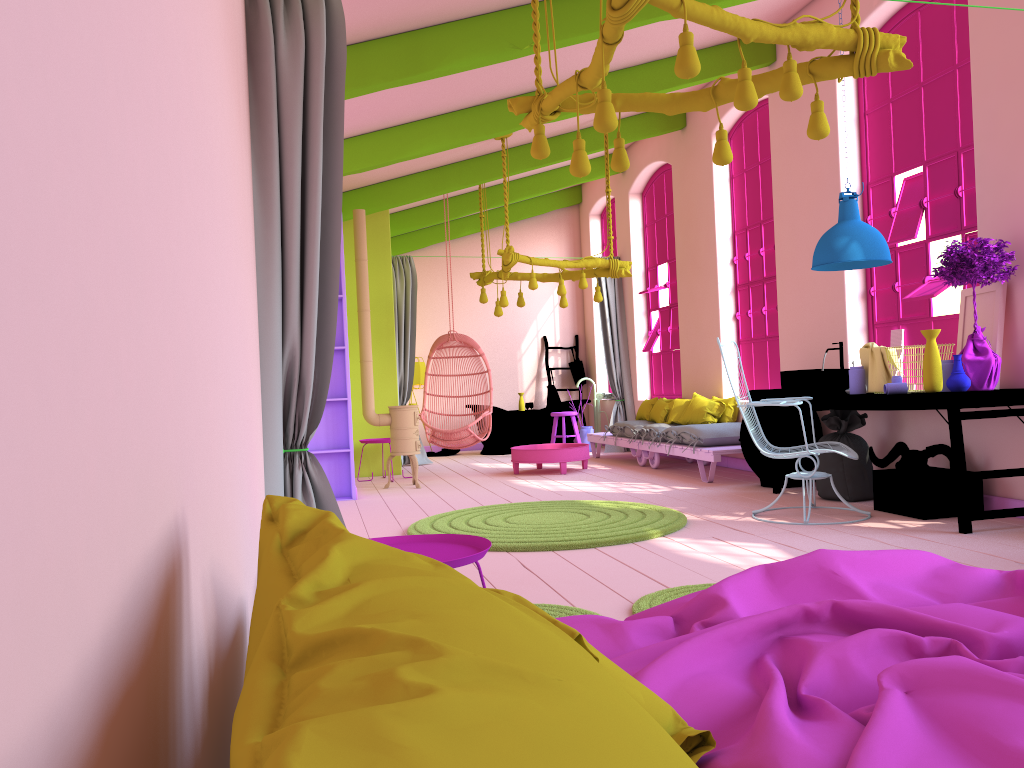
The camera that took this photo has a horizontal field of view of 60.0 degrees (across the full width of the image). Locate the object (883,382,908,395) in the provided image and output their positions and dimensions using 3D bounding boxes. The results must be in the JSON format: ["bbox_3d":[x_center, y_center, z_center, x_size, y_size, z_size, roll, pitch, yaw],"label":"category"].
[{"bbox_3d":[2.556,0.030,5.911,0.137,0.076,0.076,-3,0,7],"label":"object"}]

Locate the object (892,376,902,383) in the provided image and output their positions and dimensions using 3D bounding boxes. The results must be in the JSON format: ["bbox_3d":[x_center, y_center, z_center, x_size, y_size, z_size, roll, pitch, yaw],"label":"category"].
[{"bbox_3d":[2.600,0.005,5.989,0.065,0.118,0.065,-2,0,36],"label":"object"}]

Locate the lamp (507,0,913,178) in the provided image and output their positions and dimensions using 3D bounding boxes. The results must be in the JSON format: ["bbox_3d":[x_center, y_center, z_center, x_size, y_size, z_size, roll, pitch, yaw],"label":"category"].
[{"bbox_3d":[0.638,-2.115,4.248,1.610,2.265,1.776,-3,0,-31],"label":"lamp"}]

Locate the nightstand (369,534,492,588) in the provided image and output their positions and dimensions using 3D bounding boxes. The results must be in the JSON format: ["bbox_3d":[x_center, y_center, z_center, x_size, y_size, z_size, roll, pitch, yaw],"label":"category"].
[{"bbox_3d":[-0.354,0.765,2.909,0.596,0.458,0.596,-3,0,25],"label":"nightstand"}]

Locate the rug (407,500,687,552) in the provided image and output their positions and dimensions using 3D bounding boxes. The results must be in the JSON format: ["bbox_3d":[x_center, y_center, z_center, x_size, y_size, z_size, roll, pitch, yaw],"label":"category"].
[{"bbox_3d":[0.237,0.955,6.123,1.888,0.050,1.889,-3,0,-25],"label":"rug"}]

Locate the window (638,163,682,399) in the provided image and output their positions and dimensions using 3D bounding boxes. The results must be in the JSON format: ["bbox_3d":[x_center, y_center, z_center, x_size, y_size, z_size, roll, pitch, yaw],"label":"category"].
[{"bbox_3d":[2.005,-1.299,11.393,0.551,3.010,1.514,-3,0,-13],"label":"window"}]

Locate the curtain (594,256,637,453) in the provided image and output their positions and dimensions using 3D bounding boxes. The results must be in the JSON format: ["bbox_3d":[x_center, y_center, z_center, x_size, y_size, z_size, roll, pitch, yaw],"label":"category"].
[{"bbox_3d":[1.448,-0.411,12.296,0.518,2.786,0.525,-3,0,7],"label":"curtain"}]

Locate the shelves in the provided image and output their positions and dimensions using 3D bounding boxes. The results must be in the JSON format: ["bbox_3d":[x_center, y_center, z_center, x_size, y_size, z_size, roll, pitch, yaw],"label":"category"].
[{"bbox_3d":[-2.425,-0.431,8.024,1.841,3.104,0.384,-3,0,-13],"label":"shelves"}]

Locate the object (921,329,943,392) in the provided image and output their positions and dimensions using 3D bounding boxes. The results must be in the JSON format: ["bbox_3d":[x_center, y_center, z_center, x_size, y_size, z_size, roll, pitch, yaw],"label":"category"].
[{"bbox_3d":[2.586,-0.142,5.460,0.116,0.383,0.116,-3,1,-39],"label":"object"}]

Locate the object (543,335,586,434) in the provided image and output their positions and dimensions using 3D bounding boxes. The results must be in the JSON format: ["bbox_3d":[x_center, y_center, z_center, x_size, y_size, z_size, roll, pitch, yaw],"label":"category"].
[{"bbox_3d":[0.849,0.101,13.992,0.603,1.765,0.410,-3,0,-13],"label":"object"}]

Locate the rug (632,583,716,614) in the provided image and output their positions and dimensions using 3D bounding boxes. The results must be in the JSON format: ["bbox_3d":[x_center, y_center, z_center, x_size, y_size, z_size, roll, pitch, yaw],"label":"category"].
[{"bbox_3d":[0.906,0.926,3.667,0.792,0.021,0.792,-3,0,-30],"label":"rug"}]

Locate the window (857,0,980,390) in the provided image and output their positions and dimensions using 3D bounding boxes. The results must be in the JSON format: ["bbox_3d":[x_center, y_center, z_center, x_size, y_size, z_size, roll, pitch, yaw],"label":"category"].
[{"bbox_3d":[3.074,-1.365,6.596,0.492,3.004,1.497,-3,0,-13],"label":"window"}]

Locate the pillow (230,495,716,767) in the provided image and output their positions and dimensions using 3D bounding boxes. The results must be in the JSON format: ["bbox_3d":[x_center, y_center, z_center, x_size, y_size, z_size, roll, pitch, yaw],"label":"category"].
[{"bbox_3d":[-0.011,0.559,1.142,0.848,0.822,2.617,-3,0,-23],"label":"pillow"}]

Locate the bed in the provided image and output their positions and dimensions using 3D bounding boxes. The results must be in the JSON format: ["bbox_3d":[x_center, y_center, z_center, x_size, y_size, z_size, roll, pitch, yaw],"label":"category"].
[{"bbox_3d":[1.002,0.676,1.630,2.802,0.514,3.576,-3,0,-13],"label":"bed"}]

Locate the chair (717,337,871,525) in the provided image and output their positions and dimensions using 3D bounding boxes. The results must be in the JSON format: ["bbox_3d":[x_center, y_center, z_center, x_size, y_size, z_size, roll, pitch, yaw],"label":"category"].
[{"bbox_3d":[1.915,0.284,6.029,0.925,1.238,1.078,-3,0,22],"label":"chair"}]

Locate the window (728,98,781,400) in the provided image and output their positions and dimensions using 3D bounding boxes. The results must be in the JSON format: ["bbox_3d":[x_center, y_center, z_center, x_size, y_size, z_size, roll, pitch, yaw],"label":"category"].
[{"bbox_3d":[2.536,-1.341,8.997,0.072,3.047,1.275,-3,0,-13],"label":"window"}]

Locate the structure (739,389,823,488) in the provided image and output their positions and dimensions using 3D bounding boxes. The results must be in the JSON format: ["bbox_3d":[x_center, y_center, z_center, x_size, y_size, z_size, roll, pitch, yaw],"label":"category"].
[{"bbox_3d":[2.337,0.464,7.707,0.718,0.845,0.718,-2,0,45],"label":"structure"}]

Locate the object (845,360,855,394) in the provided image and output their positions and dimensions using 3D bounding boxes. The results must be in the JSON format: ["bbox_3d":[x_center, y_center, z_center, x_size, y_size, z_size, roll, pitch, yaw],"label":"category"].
[{"bbox_3d":[2.587,-0.056,6.643,0.165,0.250,0.410,-3,0,23],"label":"object"}]

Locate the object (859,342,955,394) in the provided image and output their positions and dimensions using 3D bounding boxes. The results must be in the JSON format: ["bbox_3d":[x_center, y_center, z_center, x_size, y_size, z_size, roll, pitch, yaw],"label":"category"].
[{"bbox_3d":[2.717,-0.121,6.220,0.444,0.369,0.633,-3,0,-13],"label":"object"}]

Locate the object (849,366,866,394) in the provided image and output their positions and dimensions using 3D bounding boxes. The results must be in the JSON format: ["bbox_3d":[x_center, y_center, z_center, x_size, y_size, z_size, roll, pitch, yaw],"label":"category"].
[{"bbox_3d":[2.472,-0.027,6.348,0.109,0.197,0.109,-3,0,-20],"label":"object"}]

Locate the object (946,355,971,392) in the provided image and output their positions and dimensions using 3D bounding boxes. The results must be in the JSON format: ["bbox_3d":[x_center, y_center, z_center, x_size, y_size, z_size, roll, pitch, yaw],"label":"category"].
[{"bbox_3d":[2.651,-0.064,5.271,0.132,0.219,0.132,-3,0,4],"label":"object"}]

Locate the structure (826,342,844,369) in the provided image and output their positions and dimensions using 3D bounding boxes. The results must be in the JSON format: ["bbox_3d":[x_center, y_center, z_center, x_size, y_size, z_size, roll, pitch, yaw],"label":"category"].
[{"bbox_3d":[2.505,-0.126,6.889,0.166,0.397,0.087,-3,0,-3],"label":"structure"}]

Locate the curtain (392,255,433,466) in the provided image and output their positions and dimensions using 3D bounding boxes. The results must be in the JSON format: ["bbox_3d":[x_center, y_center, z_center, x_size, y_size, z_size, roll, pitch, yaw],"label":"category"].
[{"bbox_3d":[-1.422,-0.335,11.668,0.518,2.786,0.525,-3,1,-32],"label":"curtain"}]

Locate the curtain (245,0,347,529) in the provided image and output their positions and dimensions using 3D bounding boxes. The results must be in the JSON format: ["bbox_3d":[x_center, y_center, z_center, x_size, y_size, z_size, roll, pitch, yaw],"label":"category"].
[{"bbox_3d":[-0.841,-0.376,3.502,0.518,2.786,0.525,-3,1,-32],"label":"curtain"}]

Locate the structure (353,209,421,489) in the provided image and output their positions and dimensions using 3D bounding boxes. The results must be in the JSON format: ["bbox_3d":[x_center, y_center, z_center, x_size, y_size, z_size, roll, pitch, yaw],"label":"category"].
[{"bbox_3d":[-1.241,-0.351,9.044,0.577,2.814,0.403,-3,0,5],"label":"structure"}]

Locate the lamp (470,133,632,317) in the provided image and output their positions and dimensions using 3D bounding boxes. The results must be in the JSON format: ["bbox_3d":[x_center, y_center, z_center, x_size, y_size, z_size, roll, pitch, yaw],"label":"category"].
[{"bbox_3d":[0.169,-1.880,9.821,1.610,2.265,1.776,-3,0,-31],"label":"lamp"}]

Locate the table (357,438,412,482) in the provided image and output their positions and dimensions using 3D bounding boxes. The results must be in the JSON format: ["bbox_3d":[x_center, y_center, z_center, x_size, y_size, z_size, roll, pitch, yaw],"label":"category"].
[{"bbox_3d":[-1.391,0.835,9.868,0.596,0.458,0.596,-3,0,25],"label":"table"}]

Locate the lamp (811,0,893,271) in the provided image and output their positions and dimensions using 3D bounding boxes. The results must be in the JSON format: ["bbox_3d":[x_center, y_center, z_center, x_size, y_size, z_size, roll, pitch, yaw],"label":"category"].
[{"bbox_3d":[2.299,-1.816,6.125,0.529,2.002,0.528,-3,0,19],"label":"lamp"}]

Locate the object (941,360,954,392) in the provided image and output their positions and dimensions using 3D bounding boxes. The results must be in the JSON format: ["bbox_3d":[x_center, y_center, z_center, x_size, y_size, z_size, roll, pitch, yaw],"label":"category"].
[{"bbox_3d":[2.723,-0.051,5.562,0.109,0.197,0.109,-3,0,25],"label":"object"}]

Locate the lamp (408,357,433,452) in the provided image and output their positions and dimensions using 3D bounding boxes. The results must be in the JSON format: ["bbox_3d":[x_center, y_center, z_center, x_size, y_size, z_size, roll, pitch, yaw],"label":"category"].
[{"bbox_3d":[-1.518,0.331,13.359,0.491,1.467,0.476,-3,0,17],"label":"lamp"}]

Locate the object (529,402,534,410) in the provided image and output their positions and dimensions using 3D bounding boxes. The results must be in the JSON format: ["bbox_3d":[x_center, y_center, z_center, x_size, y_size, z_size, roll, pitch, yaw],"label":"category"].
[{"bbox_3d":[0.287,0.355,13.084,0.069,0.170,0.069,-3,0,7],"label":"object"}]

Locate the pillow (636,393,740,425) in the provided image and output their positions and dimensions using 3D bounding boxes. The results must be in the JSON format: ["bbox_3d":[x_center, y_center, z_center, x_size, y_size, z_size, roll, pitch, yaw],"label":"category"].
[{"bbox_3d":[1.877,0.295,10.024,0.578,0.399,1.997,-3,0,-13],"label":"pillow"}]

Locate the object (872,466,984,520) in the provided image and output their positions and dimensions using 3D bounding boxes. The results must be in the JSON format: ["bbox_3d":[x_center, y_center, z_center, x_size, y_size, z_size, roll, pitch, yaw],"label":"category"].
[{"bbox_3d":[2.769,0.720,5.926,0.446,0.277,0.521,-3,0,-13],"label":"object"}]

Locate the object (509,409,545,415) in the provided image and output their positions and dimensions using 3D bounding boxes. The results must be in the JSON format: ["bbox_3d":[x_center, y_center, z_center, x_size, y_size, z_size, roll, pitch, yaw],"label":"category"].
[{"bbox_3d":[0.217,0.419,13.102,0.360,0.068,1.323,-3,0,-13],"label":"object"}]

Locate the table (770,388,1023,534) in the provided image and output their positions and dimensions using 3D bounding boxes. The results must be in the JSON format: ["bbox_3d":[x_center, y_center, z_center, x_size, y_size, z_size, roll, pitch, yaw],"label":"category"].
[{"bbox_3d":[2.663,0.454,6.233,0.655,0.821,2.193,-3,0,-13],"label":"table"}]

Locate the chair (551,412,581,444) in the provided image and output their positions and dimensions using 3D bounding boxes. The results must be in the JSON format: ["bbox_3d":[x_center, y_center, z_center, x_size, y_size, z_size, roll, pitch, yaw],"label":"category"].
[{"bbox_3d":[0.702,0.680,12.075,0.472,0.593,0.446,-3,0,-44],"label":"chair"}]

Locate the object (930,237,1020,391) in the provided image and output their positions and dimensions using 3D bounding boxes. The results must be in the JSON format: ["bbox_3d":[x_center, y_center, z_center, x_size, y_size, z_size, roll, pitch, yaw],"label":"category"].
[{"bbox_3d":[2.846,-0.433,5.463,0.503,0.951,0.441,-2,0,37],"label":"object"}]

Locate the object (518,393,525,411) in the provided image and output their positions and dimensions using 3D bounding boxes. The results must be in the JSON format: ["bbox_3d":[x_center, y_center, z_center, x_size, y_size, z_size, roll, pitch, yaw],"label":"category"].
[{"bbox_3d":[0.140,0.289,13.054,0.097,0.321,0.097,-3,0,-1],"label":"object"}]

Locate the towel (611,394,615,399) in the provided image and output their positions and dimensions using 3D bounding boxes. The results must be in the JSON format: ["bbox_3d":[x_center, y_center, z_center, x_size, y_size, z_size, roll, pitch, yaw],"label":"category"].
[{"bbox_3d":[1.600,0.168,12.967,0.262,0.102,0.247,-3,0,-17],"label":"towel"}]

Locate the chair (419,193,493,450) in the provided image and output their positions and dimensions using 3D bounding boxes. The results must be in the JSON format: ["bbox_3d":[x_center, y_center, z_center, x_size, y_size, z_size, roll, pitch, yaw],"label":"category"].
[{"bbox_3d":[-0.693,-0.823,10.026,0.860,3.130,0.806,-3,0,7],"label":"chair"}]

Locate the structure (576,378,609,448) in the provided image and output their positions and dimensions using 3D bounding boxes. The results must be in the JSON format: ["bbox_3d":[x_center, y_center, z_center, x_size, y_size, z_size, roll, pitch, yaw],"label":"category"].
[{"bbox_3d":[1.231,0.430,13.306,0.452,1.061,0.254,-2,1,31],"label":"structure"}]

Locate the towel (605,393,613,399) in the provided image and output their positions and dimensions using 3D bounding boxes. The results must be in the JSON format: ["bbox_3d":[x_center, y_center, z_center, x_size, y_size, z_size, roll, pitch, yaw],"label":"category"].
[{"bbox_3d":[1.544,0.171,13.231,0.247,0.102,0.262,-3,0,-22],"label":"towel"}]

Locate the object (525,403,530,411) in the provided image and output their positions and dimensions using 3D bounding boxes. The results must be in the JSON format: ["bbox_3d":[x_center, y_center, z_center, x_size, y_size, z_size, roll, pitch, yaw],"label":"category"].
[{"bbox_3d":[0.225,0.358,12.903,0.069,0.170,0.069,-3,0,7],"label":"object"}]

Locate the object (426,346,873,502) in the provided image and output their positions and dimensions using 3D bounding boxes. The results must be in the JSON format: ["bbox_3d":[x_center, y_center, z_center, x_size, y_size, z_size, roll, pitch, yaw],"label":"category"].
[{"bbox_3d":[0.583,0.186,10.128,2.826,1.580,7.865,-3,0,-12],"label":"object"}]

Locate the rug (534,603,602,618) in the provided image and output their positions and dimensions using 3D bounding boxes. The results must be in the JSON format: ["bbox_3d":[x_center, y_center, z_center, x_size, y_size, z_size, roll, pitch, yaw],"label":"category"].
[{"bbox_3d":[-0.006,0.969,3.465,0.792,0.021,0.792,-3,0,15],"label":"rug"}]

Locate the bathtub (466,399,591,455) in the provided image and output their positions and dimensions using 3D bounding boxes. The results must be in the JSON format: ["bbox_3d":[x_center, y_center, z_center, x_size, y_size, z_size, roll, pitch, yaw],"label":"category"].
[{"bbox_3d":[0.259,0.629,13.110,1.889,0.740,0.826,-3,0,-13],"label":"bathtub"}]

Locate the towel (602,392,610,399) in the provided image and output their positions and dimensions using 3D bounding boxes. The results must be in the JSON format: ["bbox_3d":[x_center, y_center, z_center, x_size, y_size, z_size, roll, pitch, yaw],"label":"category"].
[{"bbox_3d":[1.486,0.175,13.492,0.262,0.102,0.247,-3,0,-12],"label":"towel"}]

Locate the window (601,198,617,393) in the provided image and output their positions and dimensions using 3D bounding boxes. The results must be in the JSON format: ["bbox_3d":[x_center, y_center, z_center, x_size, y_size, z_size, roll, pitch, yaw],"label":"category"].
[{"bbox_3d":[1.590,-1.284,13.256,0.072,3.047,1.275,-3,0,-13],"label":"window"}]

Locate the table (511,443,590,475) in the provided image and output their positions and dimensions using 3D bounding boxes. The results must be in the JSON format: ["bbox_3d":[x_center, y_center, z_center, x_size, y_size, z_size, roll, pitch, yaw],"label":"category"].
[{"bbox_3d":[0.430,0.837,9.911,0.885,0.285,0.885,-3,0,13],"label":"table"}]

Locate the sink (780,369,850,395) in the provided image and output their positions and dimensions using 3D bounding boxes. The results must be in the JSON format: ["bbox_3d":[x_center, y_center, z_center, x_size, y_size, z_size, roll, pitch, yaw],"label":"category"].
[{"bbox_3d":[2.334,-0.020,6.825,0.340,0.194,0.609,-3,0,-13],"label":"sink"}]

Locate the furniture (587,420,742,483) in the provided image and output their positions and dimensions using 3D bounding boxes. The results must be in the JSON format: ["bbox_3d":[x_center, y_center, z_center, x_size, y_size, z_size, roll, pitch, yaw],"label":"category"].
[{"bbox_3d":[1.748,0.665,9.910,0.907,0.507,3.776,-3,0,-13],"label":"furniture"}]

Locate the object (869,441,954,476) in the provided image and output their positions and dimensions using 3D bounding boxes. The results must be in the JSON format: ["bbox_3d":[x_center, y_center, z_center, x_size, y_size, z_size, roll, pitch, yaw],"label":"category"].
[{"bbox_3d":[2.764,0.627,6.074,0.300,0.448,0.672,-3,0,-37],"label":"object"}]

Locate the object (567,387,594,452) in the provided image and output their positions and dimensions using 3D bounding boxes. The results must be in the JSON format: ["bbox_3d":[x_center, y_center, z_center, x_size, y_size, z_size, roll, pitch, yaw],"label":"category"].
[{"bbox_3d":[1.008,0.466,12.494,0.451,0.987,0.277,-2,0,32],"label":"object"}]
